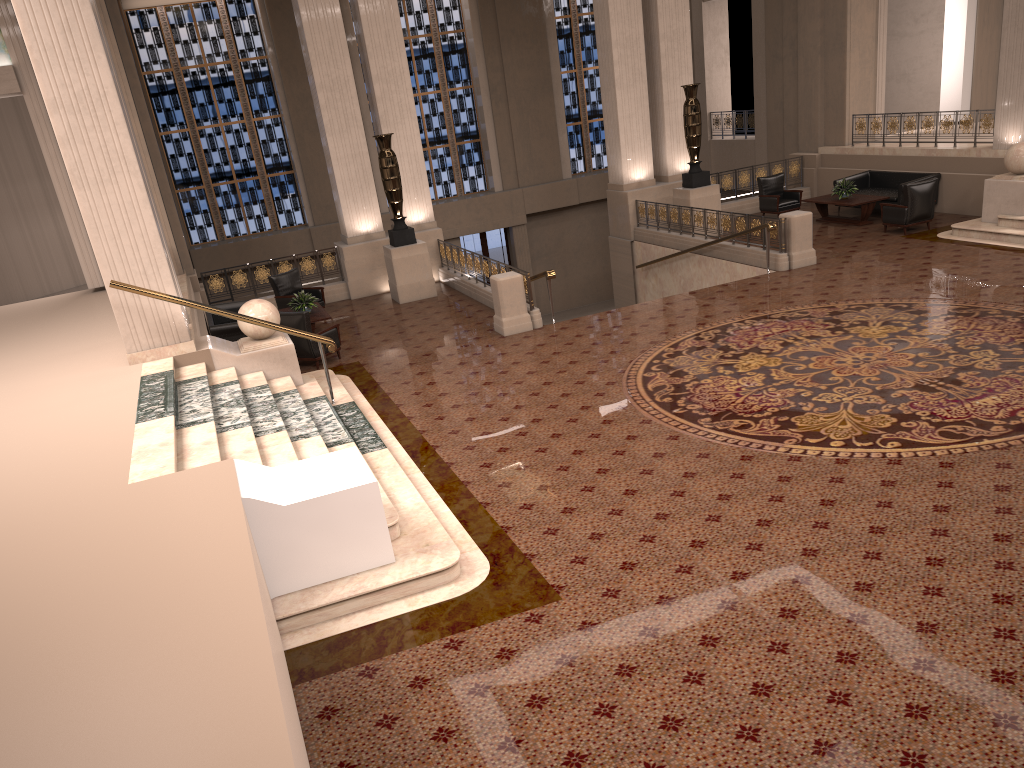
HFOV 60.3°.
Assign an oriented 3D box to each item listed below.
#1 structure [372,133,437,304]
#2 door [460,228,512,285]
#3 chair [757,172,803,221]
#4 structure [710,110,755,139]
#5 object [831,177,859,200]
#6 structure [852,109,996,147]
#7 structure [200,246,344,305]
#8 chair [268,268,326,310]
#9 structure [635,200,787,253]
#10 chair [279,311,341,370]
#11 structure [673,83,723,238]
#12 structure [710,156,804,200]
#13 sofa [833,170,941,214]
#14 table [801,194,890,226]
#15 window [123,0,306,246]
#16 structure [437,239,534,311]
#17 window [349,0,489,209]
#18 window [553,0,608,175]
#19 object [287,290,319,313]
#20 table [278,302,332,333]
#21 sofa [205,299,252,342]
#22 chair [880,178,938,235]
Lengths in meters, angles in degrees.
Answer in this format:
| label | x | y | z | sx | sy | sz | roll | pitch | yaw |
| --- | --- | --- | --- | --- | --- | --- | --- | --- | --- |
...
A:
| label | x | y | z | sx | sy | sz | roll | pitch | yaw |
| --- | --- | --- | --- | --- | --- | --- | --- | --- | --- |
| structure | -1.980 | -2.909 | 15.513 | 0.695 | 2.906 | 0.677 | -15 | 24 | -16 |
| door | -0.655 | -2.983 | 24.909 | 1.480 | 2.839 | 0.150 | -15 | 24 | -15 |
| chair | 5.485 | -3.846 | 18.066 | 0.640 | 0.879 | 0.697 | -17 | 23 | -21 |
| structure | 5.637 | -6.585 | 22.390 | 0.031 | 0.696 | 2.089 | -16 | 20 | -17 |
| object | 6.239 | -3.682 | 16.551 | 0.502 | 0.392 | 0.504 | -3 | 21 | 14 |
| structure | 7.729 | -4.840 | 16.762 | 0.032 | 0.650 | 3.581 | -16 | 20 | -17 |
| structure | -4.447 | -2.000 | 16.459 | 2.516 | 0.682 | 0.031 | -14 | 24 | -15 |
| chair | -3.752 | -1.549 | 15.486 | 0.712 | 0.879 | 0.627 | 7 | 26 | 35 |
| structure | 3.391 | -2.896 | 15.880 | 0.078 | 0.559 | 4.786 | -16 | 20 | -17 |
| chair | -2.897 | -0.688 | 12.540 | 0.644 | 0.879 | 0.692 | 5 | 25 | 31 |
| structure | 3.533 | -4.280 | 17.051 | 0.695 | 2.906 | 0.677 | -15 | 24 | -16 |
| structure | 5.264 | -4.414 | 19.168 | 2.515 | 0.682 | 0.031 | -14 | 24 | -15 |
| sofa | 7.139 | -3.642 | 16.920 | 0.868 | 0.736 | 1.863 | -15 | 20 | -17 |
| table | 6.305 | -3.301 | 16.733 | 0.832 | 0.454 | 1.430 | -15 | 20 | -16 |
| window | -7.169 | -6.392 | 21.720 | 2.965 | 5.584 | 0.067 | -15 | 24 | -15 |
| structure | -0.544 | -1.918 | 14.782 | 0.078 | 0.559 | 4.783 | -15 | 20 | -16 |
| window | -2.424 | -7.572 | 23.044 | 2.965 | 5.584 | 0.067 | -15 | 24 | -15 |
| window | 2.485 | -8.792 | 24.413 | 2.965 | 5.584 | 0.067 | -15 | 24 | -15 |
| object | -3.280 | -1.282 | 13.797 | 0.502 | 0.392 | 0.504 | -3 | 21 | 14 |
| table | -3.356 | -0.900 | 14.038 | 0.832 | 0.454 | 1.430 | -15 | 20 | -16 |
| sofa | -4.230 | -0.816 | 13.748 | 0.868 | 0.736 | 1.863 | -15 | 20 | -17 |
| chair | 6.797 | -3.048 | 15.095 | 0.642 | 0.879 | 0.694 | -15 | 22 | -16 |
